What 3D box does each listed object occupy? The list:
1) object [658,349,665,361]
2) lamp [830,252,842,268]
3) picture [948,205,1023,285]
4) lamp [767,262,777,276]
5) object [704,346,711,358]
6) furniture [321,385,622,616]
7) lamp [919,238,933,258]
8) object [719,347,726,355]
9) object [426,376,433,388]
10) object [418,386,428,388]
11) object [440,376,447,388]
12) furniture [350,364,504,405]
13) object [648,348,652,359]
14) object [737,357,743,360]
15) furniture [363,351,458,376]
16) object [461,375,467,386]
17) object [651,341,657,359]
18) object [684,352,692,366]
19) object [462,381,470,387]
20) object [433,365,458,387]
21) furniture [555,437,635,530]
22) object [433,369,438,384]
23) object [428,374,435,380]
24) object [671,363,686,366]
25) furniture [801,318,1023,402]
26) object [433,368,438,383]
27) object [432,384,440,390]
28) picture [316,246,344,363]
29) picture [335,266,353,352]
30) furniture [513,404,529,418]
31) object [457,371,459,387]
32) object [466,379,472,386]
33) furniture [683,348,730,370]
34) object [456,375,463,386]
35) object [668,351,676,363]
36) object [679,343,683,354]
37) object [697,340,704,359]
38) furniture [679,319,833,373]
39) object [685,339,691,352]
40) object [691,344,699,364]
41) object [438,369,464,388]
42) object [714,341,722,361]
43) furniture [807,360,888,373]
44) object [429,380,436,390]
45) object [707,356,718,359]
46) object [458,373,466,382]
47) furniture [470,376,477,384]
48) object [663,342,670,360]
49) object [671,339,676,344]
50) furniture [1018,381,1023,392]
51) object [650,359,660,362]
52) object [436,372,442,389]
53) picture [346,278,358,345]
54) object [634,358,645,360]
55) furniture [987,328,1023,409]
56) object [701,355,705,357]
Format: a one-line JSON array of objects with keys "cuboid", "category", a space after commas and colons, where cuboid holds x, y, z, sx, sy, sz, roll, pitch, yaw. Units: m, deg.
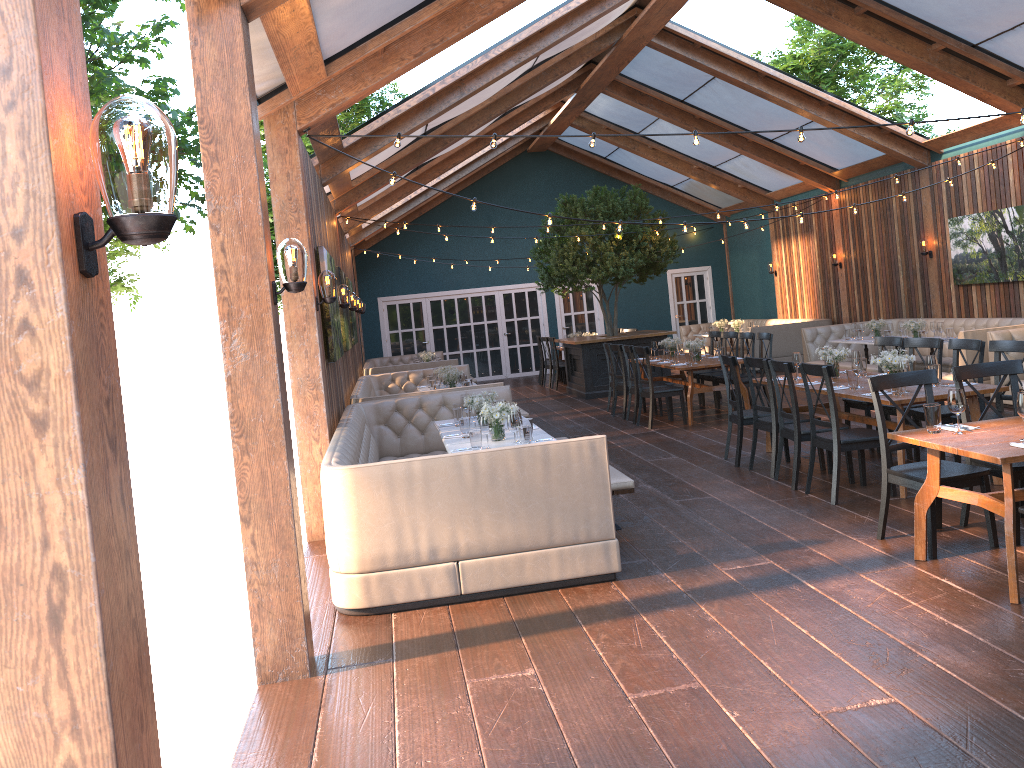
[{"cuboid": [2.058, -0.392, 12.145, 0.092, 0.158, 0.092, -6, 2, -2], "category": "object"}, {"cuboid": [6.025, -2.302, 16.462, 0.178, 0.320, 0.146, -6, 2, -8], "category": "lamp"}, {"cuboid": [6.673, -1.910, 12.354, 0.065, 0.996, 1.653, -6, 4, -8], "category": "picture"}, {"cuboid": [5.631, -2.496, 19.182, 0.178, 0.320, 0.146, -6, 2, -8], "category": "lamp"}, {"cuboid": [2.654, -0.438, 11.991, 0.092, 0.158, 0.091, -7, 3, -42], "category": "object"}, {"cuboid": [-0.527, 0.677, 7.128, 1.711, 0.857, 4.167, -6, 5, -8], "category": "furniture"}, {"cuboid": [6.418, -2.107, 13.744, 0.178, 0.320, 0.146, -6, 2, -8], "category": "lamp"}, {"cuboid": [2.714, -0.395, 11.415, 0.091, 0.158, 0.092, -5, 2, 28], "category": "object"}, {"cuboid": [-1.133, -0.026, 12.254, 0.092, 0.158, 0.092, -6, 2, -22], "category": "object"}, {"cuboid": [-1.196, 0.036, 12.416, 0.255, 0.019, 0.158, -6, 5, -8], "category": "object"}, {"cuboid": [-0.832, 0.026, 10.788, 0.092, 0.244, 0.092, -6, 2, -5], "category": "object"}, {"cuboid": [-1.177, 0.356, 11.614, 1.711, 0.857, 4.167, -6, 5, -8], "category": "furniture"}, {"cuboid": [1.972, -0.434, 12.728, 0.091, 0.158, 0.092, -5, 2, 8], "category": "object"}, {"cuboid": [2.798, -0.319, 11.252, 0.255, 0.019, 0.158, -6, 5, -8], "category": "object"}, {"cuboid": [-2.044, -0.072, 17.602, 1.711, 0.857, 4.167, -6, 5, -8], "category": "furniture"}, {"cuboid": [-0.642, -0.036, 11.803, 0.092, 0.158, 0.092, -6, 2, -22], "category": "object"}, {"cuboid": [2.063, -0.494, 12.823, 0.092, 0.244, 0.092, -4, 2, 40], "category": "object"}, {"cuboid": [2.205, -0.313, 11.050, 0.091, 0.158, 0.092, -5, 2, 28], "category": "object"}, {"cuboid": [-0.552, 0.052, 10.664, 0.091, 0.158, 0.092, -5, 2, 28], "category": "object"}, {"cuboid": [-0.906, -0.115, 12.146, 0.336, 0.309, 0.330, -5, 3, 4], "category": "object"}, {"cuboid": [0.556, 0.786, 7.296, 0.313, 0.398, 2.333, -6, 5, -8], "category": "furniture"}, {"cuboid": [-1.050, -0.084, 12.324, 0.092, 0.244, 0.092, -4, 2, 40], "category": "object"}, {"cuboid": [-1.143, -0.060, 12.655, 0.092, 0.158, 0.092, -6, 2, -22], "category": "object"}, {"cuboid": [2.149, -0.252, 11.228, 0.255, 0.019, 0.158, -6, 5, -8], "category": "object"}, {"cuboid": [5.914, -0.436, 12.634, 1.711, 0.857, 4.167, -6, 5, -8], "category": "furniture"}, {"cuboid": [-1.069, -0.103, 12.566, 0.092, 0.244, 0.092, -4, 2, 40], "category": "object"}, {"cuboid": [-0.908, 0.085, 10.694, 0.092, 0.158, 0.092, -6, 2, -22], "category": "object"}, {"cuboid": [-1.696, -0.733, 8.330, 0.065, 0.996, 1.653, -6, 4, -8], "category": "picture"}, {"cuboid": [-2.103, -0.929, 11.091, 0.065, 0.996, 1.653, -6, 4, -8], "category": "picture"}, {"cuboid": [-0.092, 0.466, 11.769, 0.313, 0.398, 2.333, -6, 5, -8], "category": "furniture"}, {"cuboid": [-0.729, -0.064, 11.719, 0.092, 0.244, 0.092, -4, 2, 40], "category": "object"}, {"cuboid": [-0.535, 0.017, 11.053, 0.092, 0.158, 0.092, -6, 2, -22], "category": "object"}, {"cuboid": [3.972, -0.515, 18.493, 0.313, 0.398, 2.333, -6, 5, -8], "category": "furniture"}, {"cuboid": [-0.633, 0.011, 10.741, 0.092, 0.244, 0.092, -4, 2, 40], "category": "object"}, {"cuboid": [2.108, -0.352, 11.627, 0.091, 0.158, 0.092, -5, 2, 18], "category": "object"}, {"cuboid": [2.495, -0.518, 13.103, 0.091, 0.158, 0.092, -5, 2, 18], "category": "object"}, {"cuboid": [2.531, -0.463, 11.903, 0.092, 0.244, 0.092, -5, 2, 34], "category": "object"}, {"cuboid": [5.048, -0.863, 18.612, 1.711, 0.857, 4.167, -6, 5, -8], "category": "furniture"}, {"cuboid": [2.487, -0.501, 12.432, 0.092, 0.244, 0.092, -6, 2, -11], "category": "object"}, {"cuboid": [2.305, -0.375, 11.154, 0.092, 0.244, 0.092, -6, 2, -5], "category": "object"}, {"cuboid": [-0.767, -0.048, 11.197, 0.336, 0.309, 0.330, -5, 3, 9], "category": "object"}, {"cuboid": [2.644, -0.424, 11.343, 0.092, 0.244, 0.092, -5, 2, 17], "category": "object"}, {"cuboid": [4.842, -0.085, 12.482, 0.313, 0.398, 2.333, -6, 5, -8], "category": "furniture"}, {"cuboid": [-1.026, 0.029, 11.488, 0.092, 0.158, 0.092, -6, 2, -22], "category": "object"}, {"cuboid": [2.715, -0.360, 11.833, 0.255, 0.019, 0.158, -6, 5, -8], "category": "object"}, {"cuboid": [-0.616, -0.011, 10.976, 0.092, 0.244, 0.092, -4, 2, 40], "category": "object"}, {"cuboid": [-0.963, 0.037, 17.780, 0.313, 0.398, 2.333, -6, 5, -8], "category": "furniture"}, {"cuboid": [2.139, -0.451, 12.234, 0.092, 0.244, 0.092, -6, 2, -11], "category": "object"}, {"cuboid": [2.366, -0.541, 13.021, 0.092, 0.244, 0.092, -6, 2, -28], "category": "object"}, {"cuboid": [5.490, 0.235, 8.009, 0.313, 0.398, 2.333, -6, 5, -8], "category": "furniture"}, {"cuboid": [2.006, -0.331, 12.312, 0.255, 0.019, 0.158, -6, 5, -8], "category": "object"}, {"cuboid": [-0.948, -0.030, 11.575, 0.092, 0.244, 0.092, -4, 2, 40], "category": "object"}, {"cuboid": [-2.502, -1.123, 13.805, 0.065, 0.996, 1.653, -6, 4, -8], "category": "picture"}, {"cuboid": [1.901, -0.372, 12.907, 0.255, 0.019, 0.158, -6, 5, -8], "category": "object"}, {"cuboid": [6.562, -0.116, 8.158, 1.711, 0.857, 4.167, -6, 5, -8], "category": "furniture"}, {"cuboid": [2.646, -0.396, 12.366, 0.255, 0.019, 0.158, -6, 5, -8], "category": "object"}]
